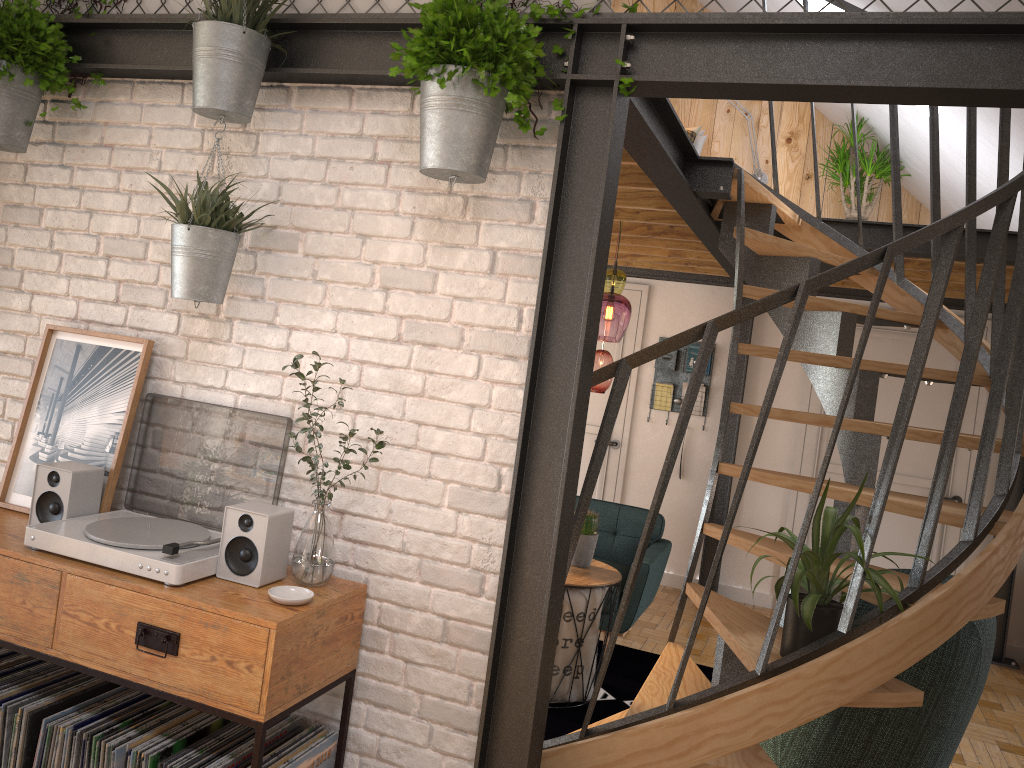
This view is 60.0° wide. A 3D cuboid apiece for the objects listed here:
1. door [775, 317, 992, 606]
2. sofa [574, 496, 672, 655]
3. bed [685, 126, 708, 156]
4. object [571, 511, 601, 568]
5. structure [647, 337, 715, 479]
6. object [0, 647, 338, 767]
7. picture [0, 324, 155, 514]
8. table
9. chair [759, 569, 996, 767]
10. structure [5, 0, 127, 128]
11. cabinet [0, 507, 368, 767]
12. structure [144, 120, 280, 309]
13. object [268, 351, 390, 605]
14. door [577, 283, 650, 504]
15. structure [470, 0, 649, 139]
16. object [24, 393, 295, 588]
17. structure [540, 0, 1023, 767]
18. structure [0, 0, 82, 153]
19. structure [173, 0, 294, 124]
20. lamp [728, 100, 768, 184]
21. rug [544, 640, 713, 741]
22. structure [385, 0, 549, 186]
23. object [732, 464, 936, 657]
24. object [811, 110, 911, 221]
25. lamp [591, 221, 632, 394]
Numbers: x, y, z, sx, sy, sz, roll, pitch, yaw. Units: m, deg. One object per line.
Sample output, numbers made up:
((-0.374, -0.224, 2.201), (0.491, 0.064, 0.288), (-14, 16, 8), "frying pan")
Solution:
((2.655, 0.617, 6.351), (1.202, 2.300, 0.088), (8, 0, 20), "door")
((-0.053, 1.050, 5.573), (1.977, 0.782, 0.823), (8, 1, 20), "sofa")
((0.382, -1.562, 6.051), (2.126, 1.021, 2.286), (8, 2, 20), "bed")
((0.360, 0.781, 4.531), (0.190, 0.295, 0.173), (8, 0, -7), "object")
((1.277, 0.191, 6.851), (0.443, 1.077, 0.099), (8, 0, 20), "structure")
((-1.187, 1.125, 2.451), (1.315, 0.574, 0.404), (8, 1, 20), "object")
((-1.343, 0.121, 2.718), (0.411, 0.576, 0.126), (8, 0, 20), "picture")
((0.182, 1.175, 4.457), (0.679, 0.686, 0.683), (7, 1, -31), "table")
((1.448, 1.239, 3.679), (0.901, 0.964, 0.897), (8, 1, 5), "chair")
((-1.454, -1.642, 2.915), (2.131, 1.679, 0.430), (8, 0, 20), "structure")
((-1.125, 0.938, 2.425), (1.267, 0.963, 0.455), (8, 0, 20), "cabinet")
((-0.862, -0.479, 2.511), (0.360, 0.535, 0.384), (8, 1, 29), "structure")
((-0.533, 0.223, 2.322), (0.296, 0.621, 0.290), (8, 0, 35), "object")
((0.364, 0.278, 7.175), (1.202, 2.300, 0.088), (8, 0, 20), "door")
((0.147, -1.568, 2.364), (1.307, 1.870, 0.457), (8, 0, 16), "structure")
((-0.965, 0.264, 2.448), (0.788, 0.414, 0.414), (8, 1, 20), "object")
((1.031, -0.216, 3.218), (1.632, 3.818, 2.243), (8, 0, 34), "structure")
((-1.579, -1.041, 2.765), (0.422, 0.652, 0.439), (7, 1, -40), "structure")
((-0.803, -1.034, 2.506), (0.383, 0.607, 0.349), (7, 0, -18), "structure")
((1.567, -1.934, 6.622), (0.848, 0.814, 0.195), (7, 0, -24), "lamp")
((-0.285, 1.452, 4.691), (3.507, 0.010, 1.698), (8, 2, 20), "rug")
((-0.113, -0.824, 2.237), (0.422, 0.652, 0.439), (7, 1, -40), "structure")
((0.876, 0.497, 2.568), (0.528, 0.591, 0.457), (8, 1, 7), "object")
((2.353, -1.301, 6.080), (0.787, 1.048, 0.735), (7, 1, -31), "object")
((0.328, -0.476, 4.613), (0.616, 1.013, 0.492), (7, 0, -30), "lamp")
